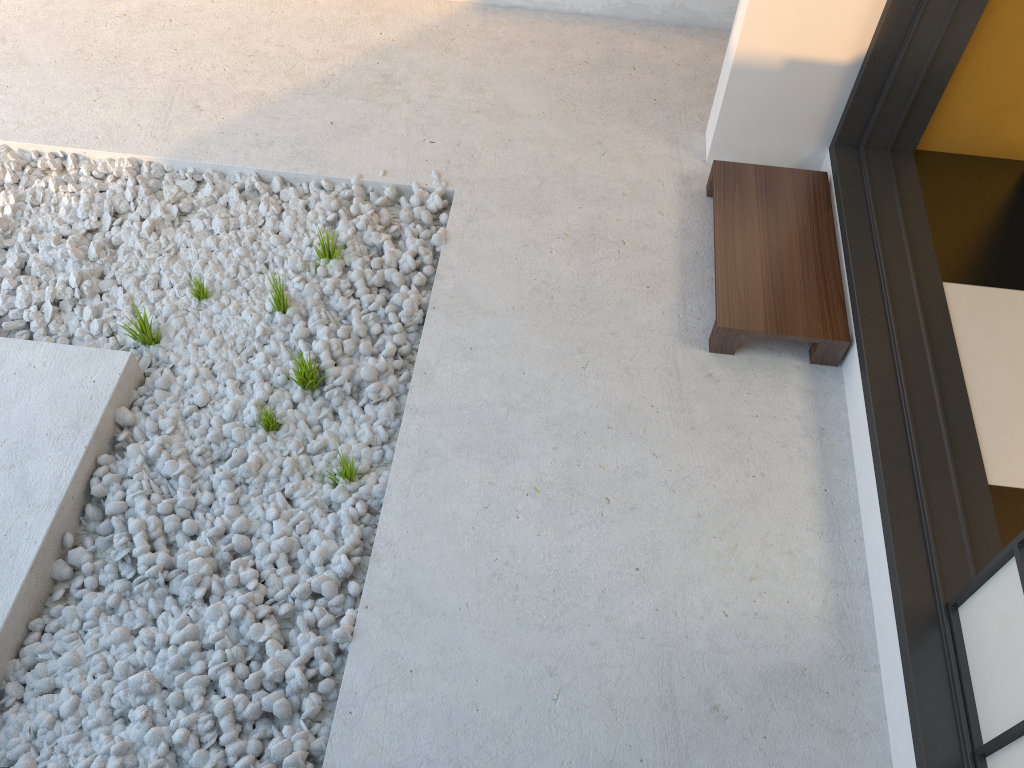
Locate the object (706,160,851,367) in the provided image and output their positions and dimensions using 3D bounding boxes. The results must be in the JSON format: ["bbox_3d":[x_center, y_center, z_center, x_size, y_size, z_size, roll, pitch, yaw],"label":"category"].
[{"bbox_3d":[0.751,-0.368,2.554,0.349,0.105,0.673,7,54,2],"label":"object"}]
